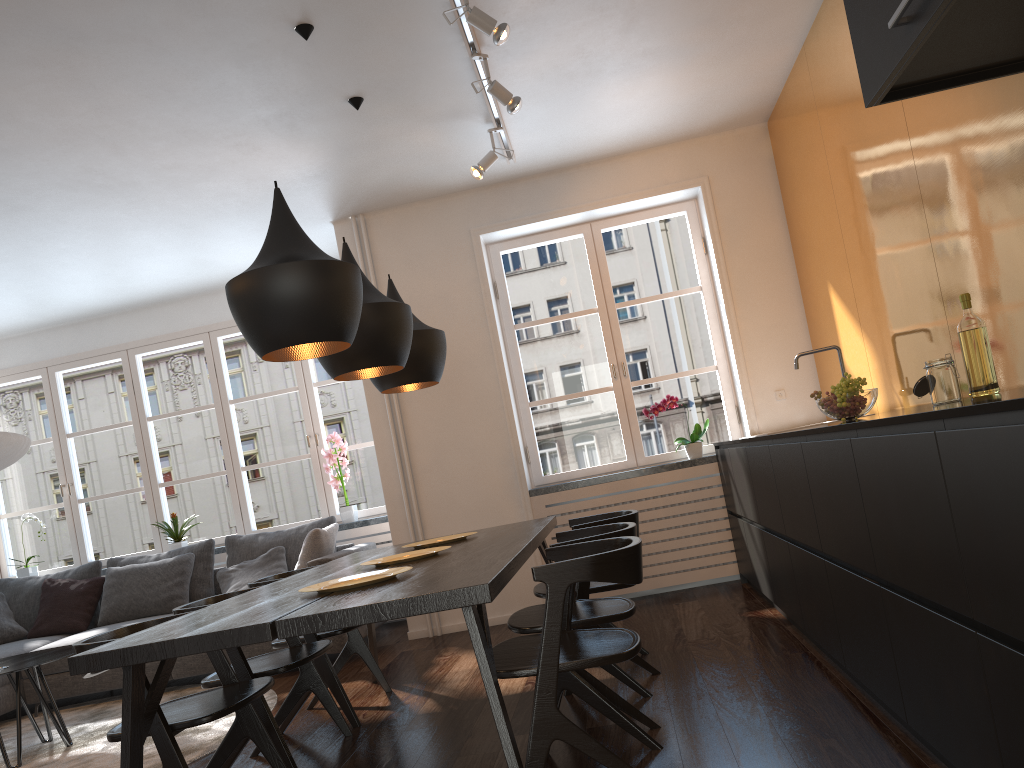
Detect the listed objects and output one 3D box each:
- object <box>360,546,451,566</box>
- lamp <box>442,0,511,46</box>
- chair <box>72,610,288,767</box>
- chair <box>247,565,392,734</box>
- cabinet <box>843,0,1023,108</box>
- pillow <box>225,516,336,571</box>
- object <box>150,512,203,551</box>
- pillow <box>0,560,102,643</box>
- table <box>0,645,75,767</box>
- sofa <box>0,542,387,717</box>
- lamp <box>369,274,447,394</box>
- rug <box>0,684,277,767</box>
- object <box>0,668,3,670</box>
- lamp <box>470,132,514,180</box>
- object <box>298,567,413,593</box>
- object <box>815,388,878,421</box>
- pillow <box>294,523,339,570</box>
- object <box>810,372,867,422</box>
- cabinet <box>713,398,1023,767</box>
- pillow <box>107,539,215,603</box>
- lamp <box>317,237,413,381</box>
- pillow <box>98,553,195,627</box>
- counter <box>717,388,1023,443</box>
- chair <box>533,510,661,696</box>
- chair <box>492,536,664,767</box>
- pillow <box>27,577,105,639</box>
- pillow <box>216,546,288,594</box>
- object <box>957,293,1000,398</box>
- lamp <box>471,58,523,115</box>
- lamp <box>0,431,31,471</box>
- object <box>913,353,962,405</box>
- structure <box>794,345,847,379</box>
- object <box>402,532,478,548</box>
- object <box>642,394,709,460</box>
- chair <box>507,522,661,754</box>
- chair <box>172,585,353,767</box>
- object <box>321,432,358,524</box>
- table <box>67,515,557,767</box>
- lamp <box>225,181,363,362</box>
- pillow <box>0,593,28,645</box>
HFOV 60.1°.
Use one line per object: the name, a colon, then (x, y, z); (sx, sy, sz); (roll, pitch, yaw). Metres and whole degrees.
object: (-0.407, 0.669, 3.411); (0.355, 0.016, 0.358); (-9, -6, -13)
lamp: (-0.133, -1.374, 3.263); (0.249, 0.239, 0.086); (-9, -3, -28)
chair: (-1.016, 1.076, 2.765); (0.520, 0.669, 0.595); (-11, -4, 4)
chair: (-0.875, 1.185, 4.053); (0.520, 0.669, 0.595); (-11, -4, 4)
cabinet: (0.987, -1.399, 1.457); (0.532, 1.046, 1.961); (-11, -5, 6)
pillow: (-1.619, 1.233, 6.179); (0.838, 0.475, 0.275); (-11, -3, 7)
object: (-2.538, 1.136, 6.749); (0.375, 0.327, 0.325); (-9, -4, -19)
pillow: (-3.360, 1.584, 6.374); (0.837, 0.476, 0.275); (-11, -3, 7)
table: (-2.491, 1.625, 4.365); (0.849, 0.471, 0.849); (-11, -5, 8)
sofa: (-2.499, 1.637, 5.405); (3.072, 0.669, 2.046); (-11, -6, 6)
lamp: (-0.523, -0.247, 4.116); (0.414, 0.539, 0.409); (-13, -4, 39)
rug: (-2.586, 1.869, 4.276); (2.828, 0.012, 2.859); (-9, -6, -14)
object: (-2.478, 1.352, 4.150); (0.163, 0.016, 0.025); (-9, -5, -19)
lamp: (-0.115, -1.222, 4.735); (0.250, 0.239, 0.085); (-10, -2, -7)
object: (-0.483, 0.613, 2.748); (0.356, 0.016, 0.356); (-12, -6, 9)
object: (1.231, 0.084, 3.233); (0.217, 0.096, 0.221); (-7, -7, -37)
pillow: (-1.271, 1.132, 5.677); (0.287, 0.413, 0.495); (-11, -4, 5)
object: (1.209, 0.049, 3.224); (0.177, 0.172, 0.241); (-10, -5, -9)
cabinet: (1.409, 0.528, 2.952); (0.733, 0.896, 5.080); (-11, -6, 5)
pillow: (-2.510, 1.412, 6.290); (0.840, 0.473, 0.277); (-11, -3, 7)
lamp: (-0.602, -0.305, 3.422); (0.409, 0.539, 0.414); (-10, -3, -18)
pillow: (-2.535, 1.428, 6.149); (0.668, 0.396, 0.293); (-11, -3, 6)
counter: (1.325, 0.088, 2.965); (0.733, 0.002, 5.077); (-11, -6, 5)
chair: (0.362, 0.933, 3.893); (0.520, 0.669, 0.595); (-11, -4, 2)
chair: (0.185, 0.829, 2.586); (0.520, 0.669, 0.595); (-11, -4, 5)
pillow: (-3.124, 1.544, 6.190); (0.522, 0.402, 0.311); (-11, -3, 8)
pillow: (-1.753, 1.294, 5.952); (0.491, 0.320, 0.447); (-10, -5, -12)
object: (1.511, -0.129, 2.888); (0.091, 0.338, 0.092); (-10, -2, -27)
lamp: (-0.069, -1.320, 3.900); (0.250, 0.238, 0.086); (-7, -4, -43)
lamp: (-3.355, 0.487, 4.672); (1.484, 0.209, 1.463); (-16, -8, 42)
object: (1.365, -0.011, 2.834); (0.087, 0.151, 0.178); (-10, -4, -17)
structure: (1.566, 0.010, 4.414); (0.267, 0.384, 0.109); (-12, -2, 22)
object: (-0.332, 0.725, 4.075); (0.356, 0.016, 0.356); (-12, -6, 9)
object: (1.054, 0.274, 5.625); (0.404, 0.436, 0.231); (-10, -3, -18)
chair: (0.254, 0.879, 3.190); (0.520, 0.669, 0.595); (-11, -4, 4)
chair: (-0.947, 1.127, 3.374); (0.520, 0.669, 0.594); (-11, -4, 6)
object: (-1.292, 0.702, 6.622); (0.200, 0.688, 0.299); (-10, -2, -15)
table: (-0.381, 1.016, 3.388); (1.108, 0.676, 2.508); (-11, -6, 6)
lamp: (-0.681, -0.363, 2.729); (0.408, 0.539, 0.414); (-8, -4, -37)
pillow: (-3.681, 1.655, 6.107); (0.512, 0.358, 0.350); (-6, -6, -45)
